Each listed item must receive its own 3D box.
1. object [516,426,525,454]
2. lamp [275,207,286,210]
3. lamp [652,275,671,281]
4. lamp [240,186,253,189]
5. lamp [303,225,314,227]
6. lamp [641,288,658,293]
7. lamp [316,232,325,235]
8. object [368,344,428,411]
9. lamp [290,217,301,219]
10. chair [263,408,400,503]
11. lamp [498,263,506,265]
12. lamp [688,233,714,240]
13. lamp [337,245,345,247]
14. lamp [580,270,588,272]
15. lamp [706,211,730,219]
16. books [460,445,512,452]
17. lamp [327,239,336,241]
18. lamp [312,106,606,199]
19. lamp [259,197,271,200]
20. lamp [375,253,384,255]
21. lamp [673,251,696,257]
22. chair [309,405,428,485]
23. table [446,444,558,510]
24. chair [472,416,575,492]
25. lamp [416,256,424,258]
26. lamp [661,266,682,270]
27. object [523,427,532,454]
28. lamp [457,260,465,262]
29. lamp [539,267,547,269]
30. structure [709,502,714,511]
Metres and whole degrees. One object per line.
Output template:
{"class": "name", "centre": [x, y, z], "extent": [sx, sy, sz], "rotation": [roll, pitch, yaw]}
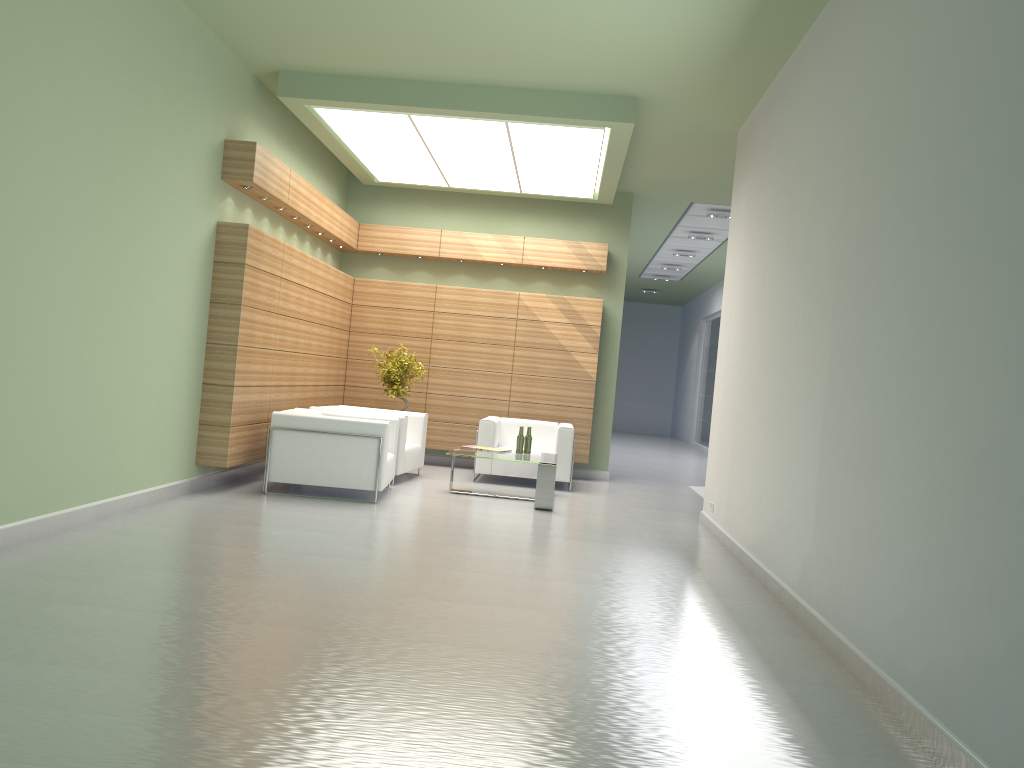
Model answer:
{"class": "object", "centre": [0.147, 0.965, 15.287], "extent": [0.131, 0.475, 0.131], "rotation": [5, 0, -32]}
{"class": "lamp", "centre": [-3.850, -2.945, 14.780], "extent": [0.181, 0.074, 0.181], "rotation": [5, 0, -14]}
{"class": "lamp", "centre": [5.569, -3.955, 33.035], "extent": [0.657, 0.159, 0.286], "rotation": [5, 0, 3]}
{"class": "lamp", "centre": [-3.940, -2.945, 13.173], "extent": [0.181, 0.074, 0.181], "rotation": [5, 0, -25]}
{"class": "lamp", "centre": [-3.760, -2.944, 16.394], "extent": [0.181, 0.074, 0.181], "rotation": [5, 0, -14]}
{"class": "lamp", "centre": [5.819, -3.955, 37.492], "extent": [0.657, 0.159, 0.286], "rotation": [5, 0, 3]}
{"class": "lamp", "centre": [-3.715, -2.944, 17.191], "extent": [0.181, 0.074, 0.181], "rotation": [5, 0, -14]}
{"class": "object", "centre": [-2.446, 0.428, 18.067], "extent": [1.201, 2.565, 1.116], "rotation": [5, 0, -29]}
{"class": "lamp", "centre": [-3.805, -2.944, 15.581], "extent": [0.181, 0.074, 0.181], "rotation": [5, 0, -25]}
{"class": "chair", "centre": [-2.788, 1.093, 14.121], "extent": [1.802, 1.234, 1.894], "rotation": [5, 0, -2]}
{"class": "lamp", "centre": [-0.217, -2.633, 19.294], "extent": [0.181, 0.074, 0.181], "rotation": [5, 0, -2]}
{"class": "lamp", "centre": [5.044, -3.957, 23.680], "extent": [0.657, 0.159, 0.286], "rotation": [5, 0, 3]}
{"class": "lamp", "centre": [-3.624, -2.944, 18.817], "extent": [0.181, 0.074, 0.181], "rotation": [5, 0, -14]}
{"class": "lamp", "centre": [1.561, -2.469, 19.194], "extent": [0.181, 0.074, 0.181], "rotation": [5, 0, -2]}
{"class": "lamp", "centre": [4.874, -3.957, 20.633], "extent": [0.657, 0.159, 0.286], "rotation": [5, 0, 3]}
{"class": "books", "centre": [-0.454, 1.135, 15.543], "extent": [0.762, 0.025, 0.508], "rotation": [5, 0, 23]}
{"class": "lamp", "centre": [-3.669, -2.944, 18.010], "extent": [0.181, 0.074, 0.181], "rotation": [5, 0, -25]}
{"class": "lamp", "centre": [-0.689, -4.254, 16.187], "extent": [4.571, 0.325, 5.060], "rotation": [5, 0, 3]}
{"class": "lamp", "centre": [-3.896, -2.945, 13.969], "extent": [0.181, 0.074, 0.181], "rotation": [5, 0, -14]}
{"class": "lamp", "centre": [-2.901, -2.881, 19.444], "extent": [0.181, 0.074, 0.181], "rotation": [5, 0, -2]}
{"class": "lamp", "centre": [5.223, -3.956, 26.863], "extent": [0.657, 0.159, 0.286], "rotation": [5, 0, 3]}
{"class": "chair", "centre": [-2.642, 1.095, 16.441], "extent": [1.769, 1.234, 1.894], "rotation": [5, 0, 8]}
{"class": "table", "centre": [-0.144, 1.552, 15.173], "extent": [1.783, 0.742, 2.197], "rotation": [5, 0, 3]}
{"class": "chair", "centre": [0.277, 1.357, 17.721], "extent": [1.894, 1.234, 1.802], "rotation": [5, 0, 3]}
{"class": "lamp", "centre": [-2.007, -2.798, 19.394], "extent": [0.181, 0.074, 0.181], "rotation": [5, 0, -2]}
{"class": "lamp", "centre": [5.399, -3.956, 29.992], "extent": [0.657, 0.159, 0.286], "rotation": [5, 0, 3]}
{"class": "object", "centre": [0.282, 0.977, 15.401], "extent": [0.131, 0.475, 0.131], "rotation": [5, 0, -32]}
{"class": "lamp", "centre": [-1.103, -2.715, 19.343], "extent": [0.181, 0.074, 0.181], "rotation": [5, 0, -36]}
{"class": "lamp", "centre": [0.681, -2.550, 19.243], "extent": [0.181, 0.074, 0.181], "rotation": [5, 0, -36]}
{"class": "structure", "centre": [3.054, 1.873, 13.556], "extent": [0.017, 0.118, 0.262], "rotation": [5, 0, 3]}
